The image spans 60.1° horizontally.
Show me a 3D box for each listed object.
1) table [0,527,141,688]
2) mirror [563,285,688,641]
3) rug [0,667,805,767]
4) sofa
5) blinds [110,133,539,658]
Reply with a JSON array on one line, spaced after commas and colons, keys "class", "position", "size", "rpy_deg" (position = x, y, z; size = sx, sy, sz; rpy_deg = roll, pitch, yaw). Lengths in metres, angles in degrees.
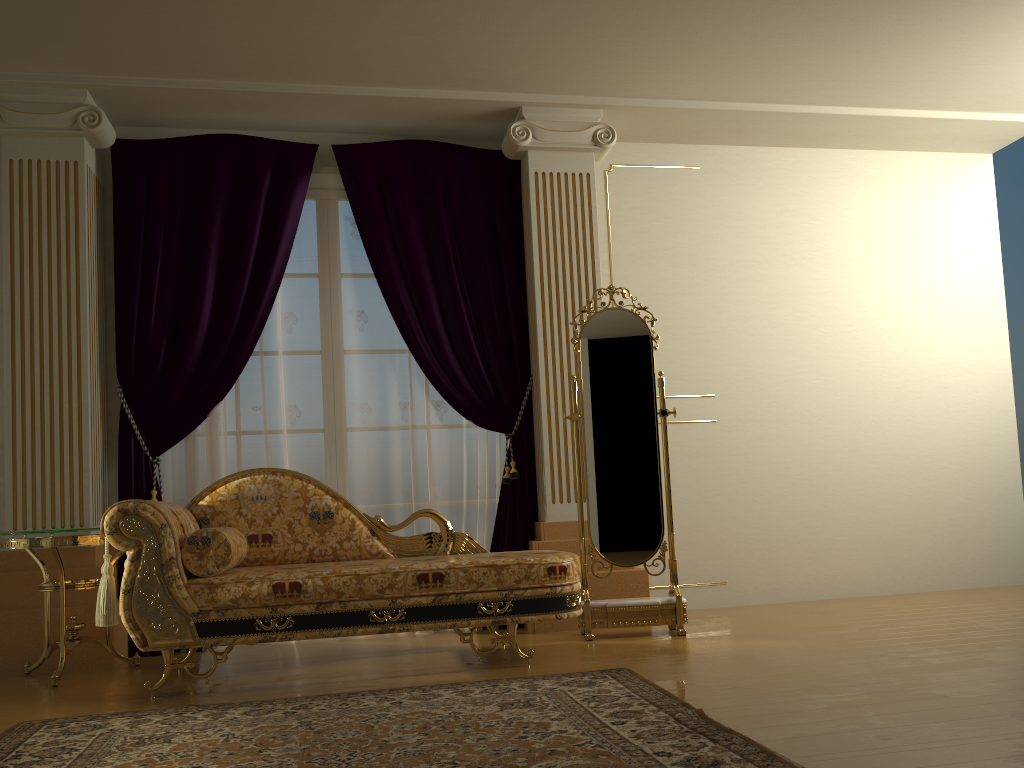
[{"class": "table", "position": [-1.905, 0.952, 3.842], "size": [0.573, 0.639, 0.573], "rpy_deg": [-7, -7, 34]}, {"class": "mirror", "position": [0.530, 0.355, 4.261], "size": [0.541, 1.690, 0.244], "rpy_deg": [-3, -4, -1]}, {"class": "rug", "position": [-0.311, 0.872, 1.652], "size": [2.116, 0.017, 3.102], "rpy_deg": [-1, -8, -11]}, {"class": "sofa", "position": [-0.650, 0.749, 3.691], "size": [1.892, 0.866, 0.698], "rpy_deg": [-1, -6, -11]}, {"class": "blinds", "position": [-0.944, 0.015, 4.685], "size": [2.234, 2.638, 0.341], "rpy_deg": [-2, -4, -10]}]
